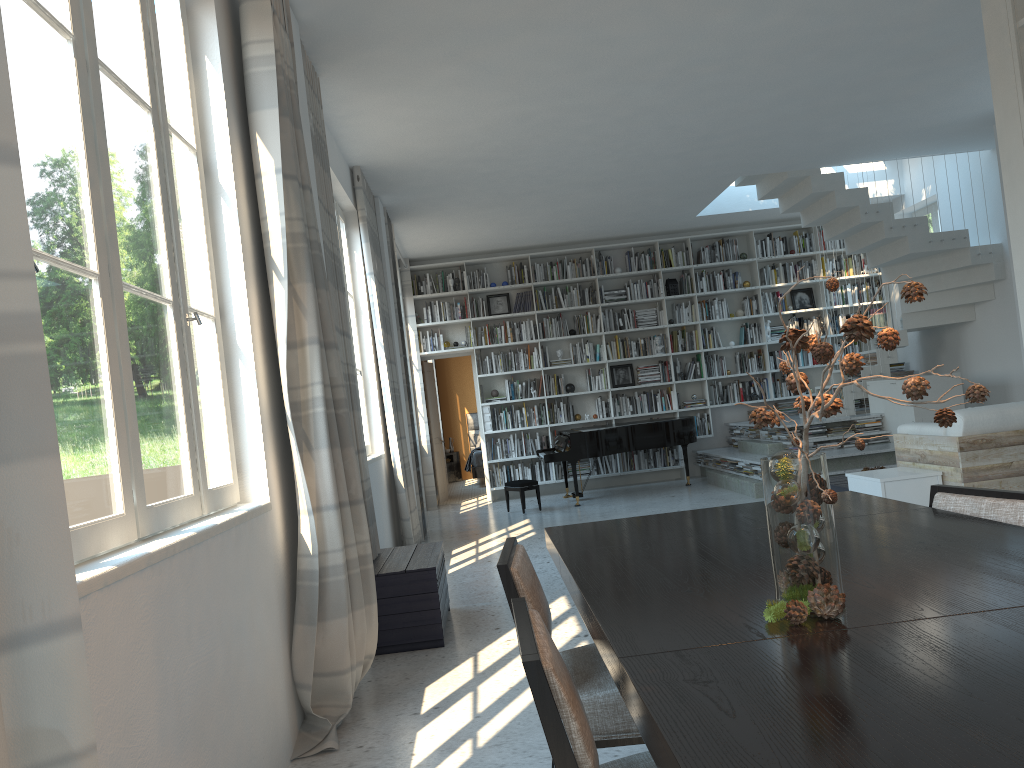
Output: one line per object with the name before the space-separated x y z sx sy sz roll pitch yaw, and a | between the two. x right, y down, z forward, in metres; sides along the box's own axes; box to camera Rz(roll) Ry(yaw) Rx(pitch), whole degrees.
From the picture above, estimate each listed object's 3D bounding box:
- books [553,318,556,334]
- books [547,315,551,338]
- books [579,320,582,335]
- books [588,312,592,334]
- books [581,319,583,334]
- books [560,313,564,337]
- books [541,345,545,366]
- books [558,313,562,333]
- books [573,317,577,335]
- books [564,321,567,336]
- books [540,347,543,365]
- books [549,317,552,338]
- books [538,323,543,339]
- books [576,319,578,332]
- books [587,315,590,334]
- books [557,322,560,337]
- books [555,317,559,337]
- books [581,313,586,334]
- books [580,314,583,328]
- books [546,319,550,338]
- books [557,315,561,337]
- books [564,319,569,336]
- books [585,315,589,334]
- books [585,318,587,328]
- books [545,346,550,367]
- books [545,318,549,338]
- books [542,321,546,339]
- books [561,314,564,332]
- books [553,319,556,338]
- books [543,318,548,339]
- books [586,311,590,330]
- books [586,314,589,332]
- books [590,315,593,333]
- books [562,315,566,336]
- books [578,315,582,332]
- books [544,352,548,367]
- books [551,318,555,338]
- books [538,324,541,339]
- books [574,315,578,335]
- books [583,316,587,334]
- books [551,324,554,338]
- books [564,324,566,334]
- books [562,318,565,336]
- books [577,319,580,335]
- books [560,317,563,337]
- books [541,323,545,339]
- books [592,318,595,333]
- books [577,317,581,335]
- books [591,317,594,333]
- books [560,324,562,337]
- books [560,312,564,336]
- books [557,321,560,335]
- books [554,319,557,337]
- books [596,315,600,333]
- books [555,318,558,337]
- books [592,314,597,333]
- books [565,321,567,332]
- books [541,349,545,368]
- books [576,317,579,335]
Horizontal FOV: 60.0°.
books | 0.556 -0.723 11.611 0.010 0.261 0.169 -7 -1 -2
books | 0.484 -0.742 11.612 0.011 0.317 0.154 -7 -1 -2
books | 0.890 -0.731 11.623 0.011 0.200 0.162 -7 -1 -2
books | 1.013 -0.787 11.620 0.022 0.284 0.190 -7 -1 -2
books | 0.907 -0.742 11.601 0.006 0.216 0.181 -7 -1 -2
books | 0.648 -0.760 11.622 0.005 0.316 0.157 -7 -1 -2
books | 0.411 -0.353 11.616 0.011 0.298 0.135 -7 -1 -2
books | 0.634 -0.761 11.616 0.004 0.321 0.153 -7 -1 -2
books | 0.830 -0.751 11.628 0.005 0.254 0.161 -7 -1 -2
books | 0.696 -0.716 11.625 0.012 0.218 0.151 -7 -1 -2
books | 0.378 -0.343 11.603 0.012 0.285 0.159 -7 -1 -2
books | 0.497 -0.727 11.591 0.010 0.283 0.184 -7 -1 -2
books | 0.373 -0.683 11.618 0.029 0.225 0.136 -7 -1 -2
books | 0.847 -0.745 11.633 0.005 0.239 0.146 -7 -1 -2
books | 0.993 -0.770 11.620 0.006 0.253 0.180 -7 -1 -2
books | 0.600 -0.702 11.595 0.011 0.209 0.181 -7 -1 -2
books | 0.585 -0.735 11.602 0.011 0.279 0.169 -7 -1 -2
books | 0.926 -0.779 11.634 0.033 0.287 0.155 -7 -1 -2
books | 0.909 -0.771 11.623 0.005 0.275 0.157 -7 -1 -2
books | 0.471 -0.713 11.598 0.024 0.262 0.177 -7 -1 -2
books | 0.617 -0.745 11.602 0.011 0.291 0.176 -7 -1 -2
books | 0.720 -0.726 11.617 0.031 0.232 0.148 -7 -1 -2
books | 0.977 -0.768 11.626 0.017 0.253 0.139 -7 -1 -2
books | 0.964 -0.757 11.637 0.011 0.236 0.130 -7 -1 -2
books | 0.463 -0.349 11.602 0.021 0.278 0.136 -7 -1 -2
books | 0.453 -0.718 11.597 0.012 0.276 0.157 -7 -1 -2
books | 0.417 -0.696 11.605 0.012 0.240 0.134 -7 -1 -2
books | 0.659 -0.756 11.618 0.005 0.305 0.162 -7 -1 -2
books | 0.546 -0.717 11.587 0.012 0.251 0.184 -7 -1 -2
books | 0.434 -0.718 11.600 0.026 0.279 0.151 -7 -1 -2
books | 0.996 -0.795 11.623 0.006 0.303 0.165 -7 -1 -2
books | 0.986 -0.775 11.626 0.004 0.265 0.142 -7 -1 -2
books | 1.030 -0.775 11.627 0.010 0.257 0.140 -7 -1 -2
books | 0.673 -0.749 11.598 0.011 0.287 0.189 -7 -1 -2
books | 0.896 -0.765 11.633 0.009 0.266 0.149 -7 -1 -2
books | 0.439 -0.312 11.606 0.034 0.209 0.136 -7 -1 -2
books | 0.535 -0.722 11.585 0.009 0.263 0.189 -7 -1 -2
books | 0.354 -0.673 11.592 0.015 0.207 0.186 -7 -1 -2
books | 0.837 -0.763 11.636 0.012 0.276 0.129 -7 -1 -2
books | 0.953 -0.761 11.601 0.013 0.243 0.189 -7 -1 -2
books | 0.521 -0.681 11.608 0.029 0.186 0.149 -7 -1 -2
books | 0.684 -0.724 11.631 0.009 0.237 0.134 -7 -1 -2
books | 0.665 -0.747 11.615 0.004 0.284 0.166 -7 -1 -2
books | 0.862 -0.736 11.626 0.013 0.216 0.149 -7 -1 -2
books | 0.645 -0.733 11.608 0.010 0.261 0.158 -7 -1 -2
books | 0.400 -0.683 11.618 0.024 0.219 0.140 -7 -1 -2
books | 1.060 -0.757 11.632 0.024 0.216 0.142 -7 -1 -2
books | 0.871 -0.748 11.600 0.005 0.236 0.178 -7 -1 -2
books | 1.042 -0.762 11.631 0.011 0.229 0.166 -7 -1 -2
books | 0.632 -0.709 11.627 0.012 0.217 0.133 -7 -1 -2
books | 0.653 -0.768 11.619 0.005 0.331 0.161 -7 -1 -2
books | 0.609 -0.711 11.620 0.011 0.226 0.129 -7 -1 -2
books | 0.567 -0.721 11.611 0.011 0.255 0.152 -7 -1 -2
books | 1.126 -0.776 11.604 0.064 0.237 0.209 -7 -1 -2
books | 0.577 -0.725 11.596 0.009 0.261 0.180 -7 -1 -2
books | 1.081 -0.781 11.624 0.022 0.257 0.155 -7 -1 -2
books | 0.705 -0.713 11.623 0.004 0.209 0.132 -7 -1 -2
books | 0.397 -0.332 11.597 0.024 0.257 0.134 -7 -1 -2
books | 0.853 -0.747 11.609 0.005 0.240 0.173 -7 -1 -2
